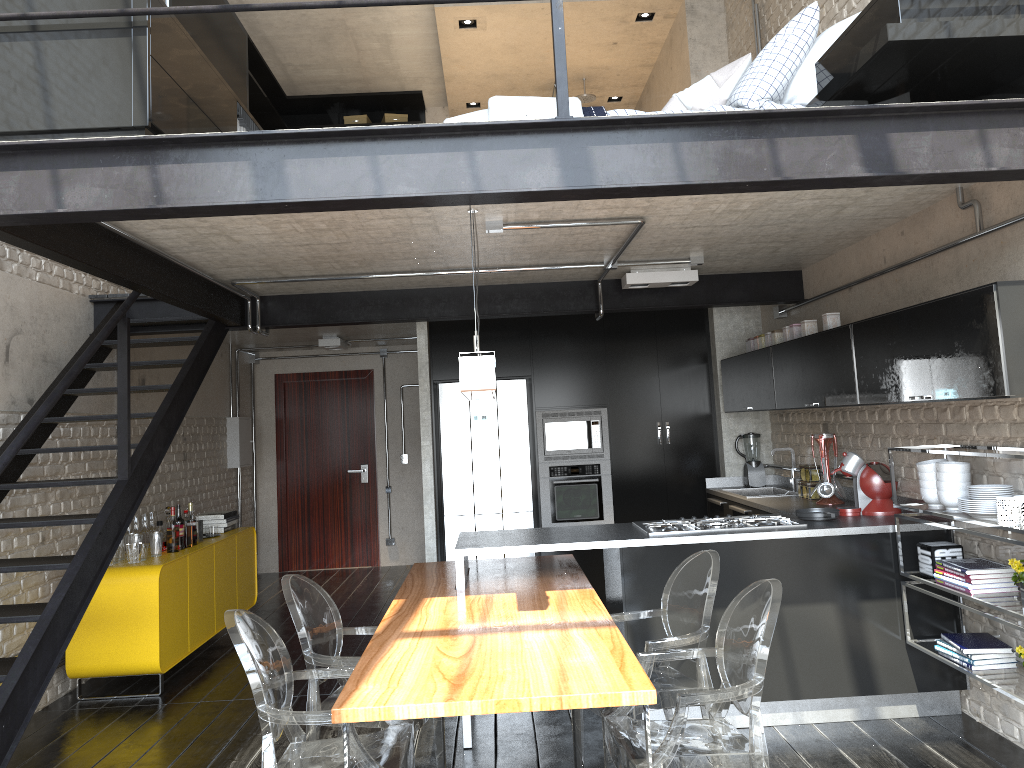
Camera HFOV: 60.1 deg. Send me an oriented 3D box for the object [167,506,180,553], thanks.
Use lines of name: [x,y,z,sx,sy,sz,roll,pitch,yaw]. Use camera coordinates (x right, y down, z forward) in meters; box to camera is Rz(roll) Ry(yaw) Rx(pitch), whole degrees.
object: [-2.287,0.980,5.971,0.081,0.311,0.081,-2,-6,-10]

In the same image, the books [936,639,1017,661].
books: [2.015,1.149,3.848,0.201,0.023,0.277,-3,-3,-4]

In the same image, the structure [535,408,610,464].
structure: [0.490,0.430,7.406,0.581,0.423,0.446,-3,-4,-1]

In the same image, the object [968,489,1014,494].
object: [1.993,0.456,3.684,0.171,0.030,0.170,-3,-3,3]

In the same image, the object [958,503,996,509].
object: [1.995,0.512,3.679,0.251,0.031,0.250,-1,-3,-33]

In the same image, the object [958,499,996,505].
object: [1.995,0.496,3.681,0.251,0.031,0.250,-1,-3,-33]

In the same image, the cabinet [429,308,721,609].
cabinet: [0.524,0.582,7.425,2.320,2.490,0.549,-3,-6,-1]

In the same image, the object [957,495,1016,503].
object: [1.994,0.488,3.682,0.251,0.031,0.250,-1,-3,-33]

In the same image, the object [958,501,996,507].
object: [1.995,0.504,3.680,0.251,0.031,0.250,-1,-3,-33]

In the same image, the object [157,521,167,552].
object: [-2.400,1.038,6.031,0.087,0.207,0.087,-5,-6,23]

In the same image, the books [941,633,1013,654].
books: [2.018,1.127,3.851,0.201,0.023,0.277,-3,-3,8]

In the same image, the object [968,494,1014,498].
object: [1.994,0.473,3.682,0.171,0.030,0.170,-3,-3,3]

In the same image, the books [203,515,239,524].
books: [-2.404,1.100,7.165,0.287,0.031,0.349,-3,-3,-1]

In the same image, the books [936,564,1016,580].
books: [2.019,0.812,3.851,0.211,0.021,0.291,-3,-3,-1]

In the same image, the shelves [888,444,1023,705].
shelves: [2.016,0.737,3.655,0.288,0.932,1.243,-3,-4,-1]

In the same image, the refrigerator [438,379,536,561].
refrigerator: [-0.201,0.898,7.360,0.724,1.836,0.495,-3,-6,-1]

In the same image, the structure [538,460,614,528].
structure: [0.515,0.918,7.335,0.581,0.561,0.482,-3,-5,-1]

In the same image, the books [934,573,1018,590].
books: [2.009,0.851,3.847,0.211,0.021,0.291,-3,-3,-2]

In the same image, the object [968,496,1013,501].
object: [1.994,0.482,3.681,0.171,0.030,0.170,-3,-3,3]

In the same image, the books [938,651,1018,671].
books: [2.017,1.191,3.844,0.201,0.023,0.277,-3,-3,-2]

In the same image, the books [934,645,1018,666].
books: [2.011,1.171,3.846,0.201,0.023,0.277,-3,-3,-7]

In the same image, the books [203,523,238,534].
books: [-2.398,1.168,7.158,0.259,0.044,0.349,-3,-3,1]

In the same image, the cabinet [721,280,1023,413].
cabinet: [1.897,-0.079,5.114,0.399,0.424,3.874,-3,-3,-1]

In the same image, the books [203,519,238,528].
books: [-2.391,1.130,7.151,0.259,0.031,0.327,-3,-3,-3]

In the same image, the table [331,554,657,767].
table: [-0.060,1.326,3.807,0.927,0.737,2.659,-3,-3,-1]

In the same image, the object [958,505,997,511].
object: [1.996,0.521,3.678,0.251,0.031,0.250,-1,-3,-33]

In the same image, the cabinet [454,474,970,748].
cabinet: [0.928,1.218,5.595,2.431,1.011,2.731,-3,-3,-1]

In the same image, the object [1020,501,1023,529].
object: [1.949,0.487,3.307,0.082,0.101,0.108,-6,-5,33]

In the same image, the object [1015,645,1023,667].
object: [2.048,1.083,3.389,0.182,0.193,0.174,-4,-5,11]

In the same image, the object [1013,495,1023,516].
object: [2.027,0.492,3.489,0.082,0.101,0.108,-6,-5,33]

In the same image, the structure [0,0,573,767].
structure: [-0.242,0.052,4.488,4.784,3.362,3.766,-3,-4,-1]

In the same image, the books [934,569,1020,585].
books: [2.015,0.831,3.849,0.211,0.021,0.291,-3,-3,-4]

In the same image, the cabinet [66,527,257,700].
cabinet: [-2.392,1.541,6.336,0.548,0.774,2.189,-3,-3,-1]

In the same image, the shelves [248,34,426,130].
shelves: [-1.979,-1.909,9.007,2.124,2.808,2.659,-3,-5,-1]

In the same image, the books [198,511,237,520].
books: [-2.401,1.065,7.157,0.259,0.038,0.323,-3,-3,1]

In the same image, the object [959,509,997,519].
object: [1.997,0.537,3.676,0.251,0.031,0.250,-1,-3,-33]

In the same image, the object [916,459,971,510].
object: [1.999,0.461,4.090,0.150,0.218,0.308,-3,-4,-4]

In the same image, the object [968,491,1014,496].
object: [1.994,0.465,3.683,0.171,0.030,0.170,-3,-3,3]

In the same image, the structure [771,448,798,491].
structure: [1.975,0.620,6.442,0.177,0.313,0.088,-3,-6,-2]

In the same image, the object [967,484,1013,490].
object: [1.992,0.439,3.686,0.171,0.030,0.170,-3,-3,3]

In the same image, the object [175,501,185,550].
object: [-2.291,0.973,6.084,0.080,0.331,0.079,-2,-6,-11]

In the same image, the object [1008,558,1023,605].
object: [2.030,0.764,3.430,0.175,0.193,0.182,-5,-5,21]

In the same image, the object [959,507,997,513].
object: [1.996,0.529,3.677,0.251,0.031,0.250,-1,-3,-33]

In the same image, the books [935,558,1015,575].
books: [2.013,0.793,3.853,0.211,0.021,0.291,-3,-3,1]

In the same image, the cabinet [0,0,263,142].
cabinet: [-1.566,-1.013,4.557,0.606,0.554,3.163,-3,-3,-1]

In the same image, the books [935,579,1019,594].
books: [2.017,0.871,3.845,0.211,0.021,0.291,-3,-3,-2]

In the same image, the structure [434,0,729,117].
structure: [0.653,-1.972,9.027,2.593,2.969,2.775,-3,-5,-1]

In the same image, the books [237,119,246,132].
books: [-1.408,-1.153,4.534,0.167,0.226,0.969,-3,-3,-1]

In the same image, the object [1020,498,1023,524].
object: [2.002,0.488,3.385,0.108,0.101,0.082,-2,-5,-12]

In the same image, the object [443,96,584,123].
object: [-0.007,-1.116,4.997,0.681,0.663,2.504,-3,-3,0]

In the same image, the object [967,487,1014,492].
object: [1.993,0.447,3.685,0.171,0.030,0.170,-3,-3,3]

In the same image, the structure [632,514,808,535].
structure: [1.076,0.732,4.671,0.811,0.026,0.499,-3,-3,-2]
